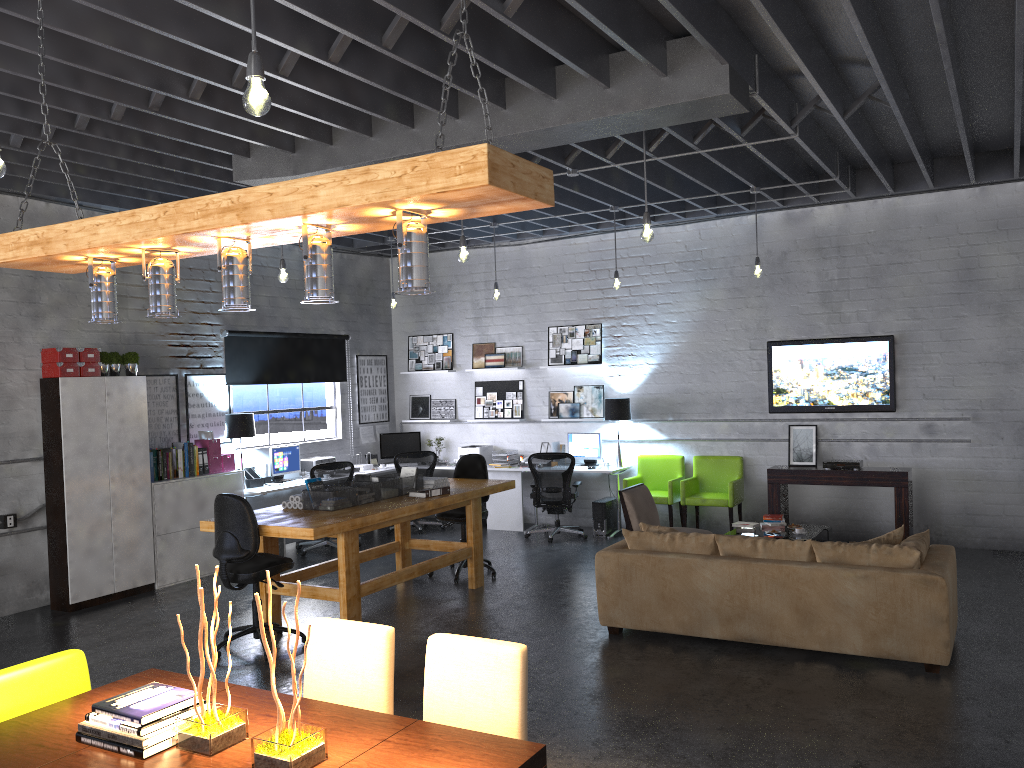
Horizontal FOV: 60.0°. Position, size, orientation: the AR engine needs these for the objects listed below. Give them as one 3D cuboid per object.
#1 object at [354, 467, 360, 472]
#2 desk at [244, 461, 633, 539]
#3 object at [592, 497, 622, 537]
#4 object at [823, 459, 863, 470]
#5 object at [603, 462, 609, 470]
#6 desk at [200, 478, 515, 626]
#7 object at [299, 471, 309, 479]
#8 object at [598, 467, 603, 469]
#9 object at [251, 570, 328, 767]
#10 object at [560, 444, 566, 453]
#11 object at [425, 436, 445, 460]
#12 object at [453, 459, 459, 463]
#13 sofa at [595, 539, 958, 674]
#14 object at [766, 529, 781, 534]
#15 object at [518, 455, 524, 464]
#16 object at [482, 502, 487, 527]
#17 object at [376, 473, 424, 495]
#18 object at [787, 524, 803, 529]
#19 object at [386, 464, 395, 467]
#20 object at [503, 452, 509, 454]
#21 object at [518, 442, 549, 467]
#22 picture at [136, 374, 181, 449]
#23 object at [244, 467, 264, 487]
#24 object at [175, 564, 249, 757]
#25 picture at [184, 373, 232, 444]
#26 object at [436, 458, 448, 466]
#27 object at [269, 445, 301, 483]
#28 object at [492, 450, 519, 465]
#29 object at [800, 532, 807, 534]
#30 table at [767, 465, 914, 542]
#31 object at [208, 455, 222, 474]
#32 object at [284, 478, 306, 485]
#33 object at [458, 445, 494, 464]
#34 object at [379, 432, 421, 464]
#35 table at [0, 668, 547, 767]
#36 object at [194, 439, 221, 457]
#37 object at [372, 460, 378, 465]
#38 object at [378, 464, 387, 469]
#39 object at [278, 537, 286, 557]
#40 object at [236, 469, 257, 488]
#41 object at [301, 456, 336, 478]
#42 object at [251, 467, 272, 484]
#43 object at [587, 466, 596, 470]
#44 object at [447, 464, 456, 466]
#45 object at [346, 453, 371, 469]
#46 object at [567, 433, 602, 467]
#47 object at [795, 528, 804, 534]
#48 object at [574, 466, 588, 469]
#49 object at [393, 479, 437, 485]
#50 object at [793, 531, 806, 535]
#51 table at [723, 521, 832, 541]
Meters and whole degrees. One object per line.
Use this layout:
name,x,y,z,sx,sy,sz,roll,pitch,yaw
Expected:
object,-2.165,1.088,11.268,0.392,0.064,0.259,-2,1,29
desk,-0.871,1.475,10.304,3.575,0.786,3.297,-2,1,29
object,1.135,1.590,10.635,0.180,0.411,0.476,-1,1,29
object,3.529,0.859,9.448,0.371,0.082,0.266,-2,1,29
object,1.108,0.970,10.466,0.069,0.083,0.090,-1,1,29
desk,-1.131,1.432,7.569,1.115,0.926,2.830,-2,1,29
object,-2.481,1.091,10.595,0.090,0.090,0.082,-3,1,-36
object,1.061,1.008,10.616,0.046,0.009,0.121,-2,0,14
object,-0.658,0.841,2.623,0.180,0.583,0.156,-1,2,29
object,0.583,0.896,11.120,0.087,0.259,0.236,-1,1,29
object,-1.049,0.894,12.097,0.297,0.363,0.271,-2,1,-16
object,-0.741,1.040,11.934,0.105,0.052,0.023,-2,1,29
sofa,1.883,1.485,6.377,2.330,0.629,1.104,-2,1,29
object,2.567,1.443,8.696,0.137,0.031,0.137,-2,1,-35
object,0.125,0.977,11.444,0.093,0.116,0.067,-1,1,29
object,-0.381,1.636,11.582,0.180,0.411,0.476,-1,1,29
object,-0.992,0.884,7.835,0.316,0.156,0.306,-2,1,29
object,2.852,1.427,8.940,0.151,0.040,0.151,-2,1,-43
object,-1.468,1.078,11.840,0.422,0.028,0.181,-2,0,-11
object,-0.081,0.898,11.530,0.011,0.010,0.126,-1,1,39
object,0.322,0.893,11.274,0.405,0.280,0.399,-2,1,29
picture,-3.645,0.294,9.049,0.020,0.780,0.606,-1,1,29
object,-2.911,1.051,9.997,0.209,0.208,0.104,-1,1,30
object,-0.967,0.851,2.796,0.156,0.583,0.184,-1,1,29
picture,-3.301,0.277,9.659,0.020,0.780,0.606,-1,1,29
object,-0.992,1.035,11.769,0.279,0.081,0.411,-2,0,-1
object,-2.687,0.936,10.366,0.212,0.417,0.465,-1,1,29
object,-0.087,0.956,11.514,0.229,0.181,0.316,-2,1,29
object,2.820,1.436,8.546,0.108,0.009,0.022,-2,1,-21
table,3.503,1.311,9.494,1.410,0.820,0.403,-2,1,29
object,-3.192,0.845,9.328,0.214,0.177,0.161,-2,1,30
object,-2.463,1.124,10.205,0.181,0.028,0.422,-2,0,19
object,-0.476,0.940,11.738,0.351,0.235,0.350,-2,1,29
object,-1.532,0.878,12.166,0.559,0.427,0.147,-2,1,-24
table,-0.874,1.530,2.800,1.800,0.780,0.853,-2,1,29
object,-3.198,0.668,9.323,0.214,0.177,0.161,-2,1,30
object,-1.872,1.035,11.875,0.155,0.141,0.088,-1,1,44
object,-1.693,1.076,11.585,0.130,0.049,0.130,-2,1,-44
object,-2.754,1.731,9.809,0.478,0.411,0.200,-2,1,29
object,-2.963,1.054,9.906,0.209,0.208,0.104,-1,1,30
object,-2.289,1.012,10.847,0.485,0.230,0.420,-2,1,29
object,-2.856,1.048,10.099,0.209,0.208,0.104,-1,1,29
object,0.949,0.998,10.584,0.058,0.036,0.114,-1,1,44
object,-0.789,1.059,11.609,0.103,0.021,0.131,-2,0,9
object,-1.996,1.010,11.559,0.324,0.208,0.233,-2,1,29
object,0.924,0.806,10.924,0.465,0.417,0.212,-1,1,34
object,2.785,1.421,8.579,0.081,0.052,0.077,-2,1,-12
object,0.692,1.010,10.734,0.422,0.028,0.181,-2,0,24
object,-0.912,0.885,8.019,0.520,0.047,0.046,-2,1,27
object,2.784,1.444,8.579,0.131,0.016,0.131,-2,1,36
table,2.652,1.605,8.843,0.873,0.300,0.872,-2,1,33
